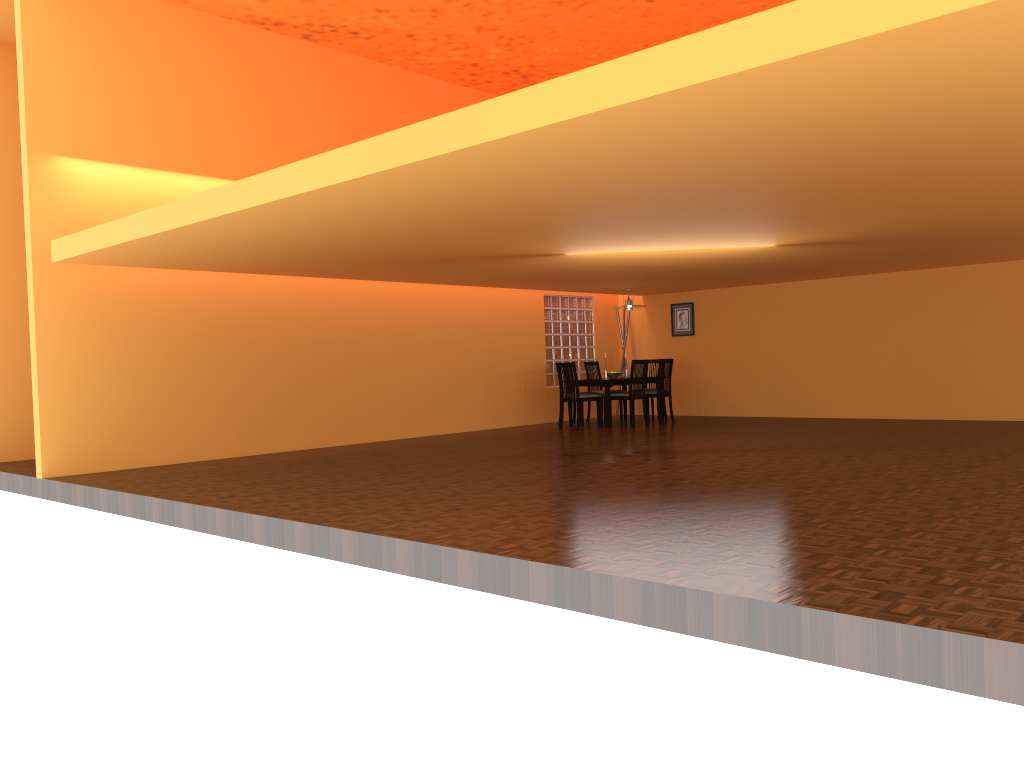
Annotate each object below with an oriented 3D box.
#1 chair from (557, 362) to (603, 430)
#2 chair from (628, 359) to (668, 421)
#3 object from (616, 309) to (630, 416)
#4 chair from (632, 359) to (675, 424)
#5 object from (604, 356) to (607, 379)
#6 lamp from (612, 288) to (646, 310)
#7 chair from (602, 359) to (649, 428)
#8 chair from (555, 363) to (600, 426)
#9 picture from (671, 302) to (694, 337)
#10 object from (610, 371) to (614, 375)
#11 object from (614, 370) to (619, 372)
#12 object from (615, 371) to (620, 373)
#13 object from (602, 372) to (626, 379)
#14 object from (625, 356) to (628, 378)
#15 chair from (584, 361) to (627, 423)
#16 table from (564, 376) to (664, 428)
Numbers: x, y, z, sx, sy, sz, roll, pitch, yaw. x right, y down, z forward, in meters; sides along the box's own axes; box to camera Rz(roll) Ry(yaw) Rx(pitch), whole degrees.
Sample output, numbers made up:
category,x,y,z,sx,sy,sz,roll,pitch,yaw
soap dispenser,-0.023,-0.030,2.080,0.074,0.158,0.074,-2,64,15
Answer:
category,x,y,z,sx,sy,sz,roll,pitch,yaw
chair,0.801,0.138,10.627,0.465,0.809,0.373,-3,2,-42
chair,1.805,0.079,11.690,0.373,0.809,0.465,-1,2,38
object,1.615,-0.322,12.659,0.226,1.589,0.308,-3,1,-25
chair,1.774,0.093,11.110,0.465,0.809,0.373,-1,2,43
object,1.147,-0.222,10.861,0.044,0.326,0.044,-1,1,32
lamp,1.492,-1.084,11.344,0.435,0.274,0.435,-3,1,-25
chair,1.381,0.116,10.689,0.465,0.809,0.373,-1,2,43
chair,0.822,0.124,11.213,0.465,0.809,0.373,-1,2,43
picture,2.360,-0.891,12.274,0.361,0.456,0.014,-1,2,43
object,1.241,-0.136,11.018,0.046,0.046,0.055,-1,1,26
object,1.317,-0.143,11.164,0.069,0.066,0.069,-3,2,-37
object,1.325,-0.128,11.085,0.055,0.070,0.066,-1,1,24
object,1.270,-0.105,11.110,0.337,0.072,0.337,-2,1,9
object,1.455,-0.243,11.314,0.044,0.326,0.044,-1,1,32
chair,1.215,0.101,11.634,0.465,0.809,0.373,-1,2,43
table,1.319,0.221,11.139,0.697,0.584,1.259,-1,2,43
